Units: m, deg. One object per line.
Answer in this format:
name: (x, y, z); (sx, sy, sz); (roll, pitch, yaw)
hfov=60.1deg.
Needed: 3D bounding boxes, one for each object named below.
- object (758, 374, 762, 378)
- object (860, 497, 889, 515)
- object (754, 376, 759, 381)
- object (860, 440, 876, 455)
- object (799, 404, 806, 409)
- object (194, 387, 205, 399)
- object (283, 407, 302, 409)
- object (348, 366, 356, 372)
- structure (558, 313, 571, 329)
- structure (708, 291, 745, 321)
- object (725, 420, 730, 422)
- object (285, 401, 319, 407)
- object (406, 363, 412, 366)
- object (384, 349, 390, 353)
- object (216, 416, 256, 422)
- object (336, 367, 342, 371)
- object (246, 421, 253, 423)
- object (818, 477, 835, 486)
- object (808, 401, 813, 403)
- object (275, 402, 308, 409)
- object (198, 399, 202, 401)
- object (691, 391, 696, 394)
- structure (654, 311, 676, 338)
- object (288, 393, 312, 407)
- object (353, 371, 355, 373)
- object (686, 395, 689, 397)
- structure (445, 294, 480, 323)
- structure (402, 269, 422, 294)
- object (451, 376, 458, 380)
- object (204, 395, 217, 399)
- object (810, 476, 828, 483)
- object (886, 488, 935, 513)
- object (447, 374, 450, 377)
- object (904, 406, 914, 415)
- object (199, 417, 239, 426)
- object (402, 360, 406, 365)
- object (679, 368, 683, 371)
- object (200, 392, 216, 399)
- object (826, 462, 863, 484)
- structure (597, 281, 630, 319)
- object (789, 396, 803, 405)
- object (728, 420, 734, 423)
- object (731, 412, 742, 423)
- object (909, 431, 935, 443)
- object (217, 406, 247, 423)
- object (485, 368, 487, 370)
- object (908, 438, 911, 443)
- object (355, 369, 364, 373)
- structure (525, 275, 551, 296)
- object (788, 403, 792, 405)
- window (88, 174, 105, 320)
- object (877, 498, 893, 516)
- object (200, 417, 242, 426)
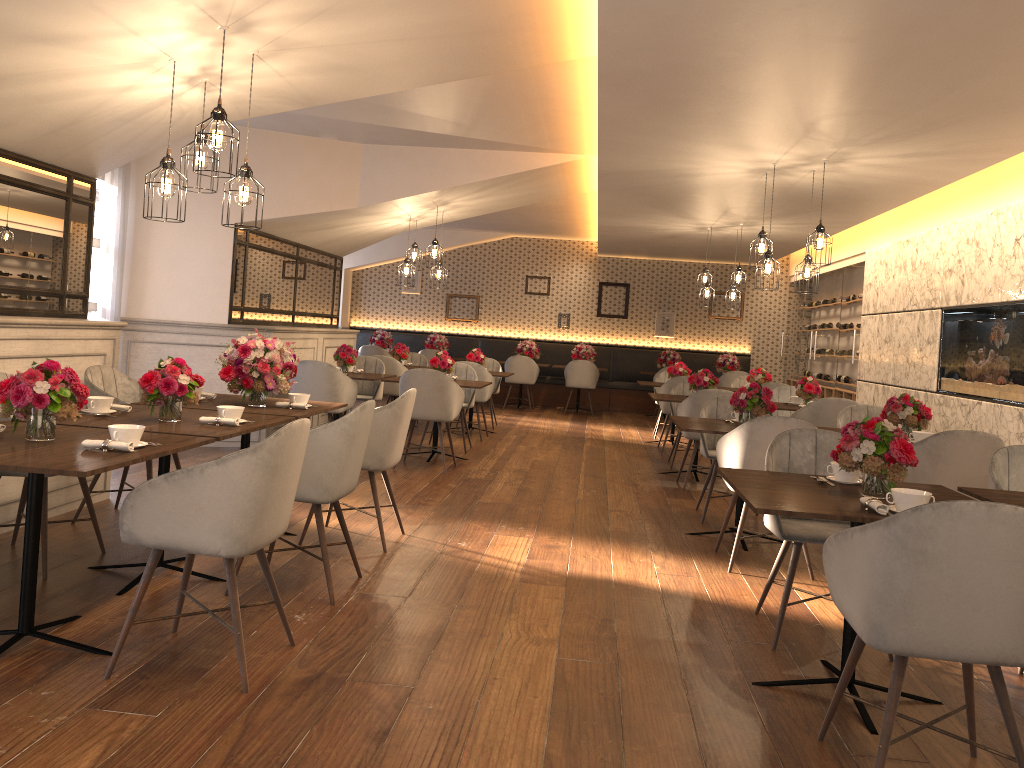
object: (2.935, -0.094, 10.527); (0.048, 0.052, 0.076); (3, 2, -15)
object: (1.178, 0.393, 2.881); (0.056, 0.039, 0.176); (4, 3, 5)
object: (2.911, -0.066, 10.541); (0.049, 0.052, 0.077); (4, 2, 15)
object: (1.250, 0.221, 3.123); (0.048, 0.052, 0.076); (4, 2, 10)
object: (2.578, 0.200, 7.842); (0.056, 0.039, 0.176); (4, 3, 5)
object: (-1.803, 0.051, 4.989); (0.148, 0.072, 0.148); (1, 4, -42)
object: (-1.214, 0.121, 4.888); (0.192, 0.024, 0.025); (4, 2, 6)
object: (-1.614, -0.153, 8.715); (0.148, 0.072, 0.148); (3, 3, -27)
structure: (0.918, -1.106, 15.592); (0.216, 0.277, 0.018); (4, 0, 5)
structure: (3.709, -1.353, 15.316); (0.601, 0.485, 0.032); (4, 0, 6)
object: (1.439, 0.244, 5.959); (0.043, 0.015, 0.197); (4, 3, 2)
object: (-1.206, 0.115, 5.080); (0.197, 0.015, 0.043); (4, 3, 2)
object: (-1.278, -0.247, 11.015); (0.056, 0.039, 0.176); (4, 3, 5)
object: (-2.172, -0.571, 15.257); (0.148, 0.072, 0.148); (2, 3, -37)
object: (-1.295, 0.163, 4.152); (0.197, 0.015, 0.043); (4, 3, 2)
object: (-1.637, -0.119, 8.106); (0.148, 0.072, 0.148); (3, 3, -27)
object: (-1.306, 0.170, 4.118); (0.211, 0.004, 0.022); (4, 3, 5)
object: (1.233, 0.381, 3.461); (0.022, 0.004, 0.211); (4, 3, 5)
object: (2.692, 0.192, 7.831); (0.148, 0.072, 0.148); (3, 3, -17)
object: (-1.207, 0.116, 4.852); (0.175, 0.039, 0.056); (4, 2, 6)
object: (-1.797, 0.087, 4.874); (0.197, 0.015, 0.043); (4, 3, 2)
object: (1.803, 0.091, 8.529); (0.148, 0.072, 0.148); (3, 3, -17)
structure: (2.664, -1.034, 15.415); (0.340, 0.440, 0.034); (4, 0, 6)
object: (-1.195, 0.093, 4.966); (0.148, 0.072, 0.148); (1, 4, -42)
object: (-1.537, -0.123, 8.698); (0.025, 0.024, 0.193); (4, 3, 5)
object: (1.687, 0.112, 8.520); (0.043, 0.015, 0.197); (4, 3, 2)
structure: (-0.881, -1.350, 15.760); (0.601, 0.485, 0.032); (4, 0, 6)
structure: (-1.796, -1.836, 15.852); (0.340, 0.440, 0.034); (4, 0, 6)
object: (-0.563, -0.058, 8.613); (0.056, 0.039, 0.176); (4, 3, 5)
object: (-1.788, 0.071, 5.067); (0.192, 0.024, 0.025); (4, 2, 6)
object: (1.199, 0.372, 3.472); (0.043, 0.015, 0.197); (4, 3, 2)
object: (1.292, 0.384, 2.871); (0.148, 0.072, 0.148); (5, 3, 28)
object: (-0.675, -0.084, 8.624); (0.148, 0.072, 0.148); (3, 3, -27)
object: (2.450, 0.163, 5.497); (0.048, 0.052, 0.076); (3, 2, -15)
object: (-1.297, 0.164, 3.924); (0.175, 0.039, 0.056); (4, 2, 6)
object: (-1.391, -0.272, 11.025); (0.148, 0.072, 0.148); (3, 3, -27)
object: (2.020, -0.172, 10.648); (0.045, 0.052, 0.077); (3, 2, -33)
object: (-1.794, 0.062, 5.102); (0.175, 0.039, 0.056); (4, 2, 6)
object: (1.315, 0.351, 3.480); (0.148, 0.072, 0.148); (1, 4, -42)
structure: (1.776, -1.464, 15.511); (0.544, 0.632, 0.035); (4, 0, 6)
object: (2.715, 0.158, 8.440); (0.148, 0.072, 0.148); (3, 3, -17)
object: (1.473, 0.253, 5.948); (0.022, 0.004, 0.211); (4, 3, 5)
object: (1.555, 0.223, 5.967); (0.148, 0.072, 0.148); (1, 4, -42)
object: (2.445, 0.324, 5.269); (0.148, 0.072, 0.148); (1, 4, -42)
object: (-1.285, 0.141, 4.038); (0.148, 0.072, 0.148); (1, 4, -42)
object: (-0.340, -0.177, 10.924); (0.056, 0.039, 0.176); (4, 3, 5)
object: (2.330, 0.332, 5.280); (0.056, 0.039, 0.176); (4, 3, 5)
object: (-1.502, -0.128, 8.704); (0.056, 0.039, 0.176); (4, 3, 5)
structure: (0.456, -1.738, 15.643); (0.449, 0.345, 0.015); (4, 0, 6)
object: (2.633, 0.188, 8.422); (0.022, 0.004, 0.211); (4, 3, 5)
window: (-3.724, -0.706, 8.203); (0.495, 2.387, 14.539); (4, 3, 1)
object: (1.212, 0.402, 2.888); (0.025, 0.024, 0.193); (4, 3, 5)
object: (-1.304, 0.168, 3.960); (0.192, 0.024, 0.025); (4, 2, 6)
